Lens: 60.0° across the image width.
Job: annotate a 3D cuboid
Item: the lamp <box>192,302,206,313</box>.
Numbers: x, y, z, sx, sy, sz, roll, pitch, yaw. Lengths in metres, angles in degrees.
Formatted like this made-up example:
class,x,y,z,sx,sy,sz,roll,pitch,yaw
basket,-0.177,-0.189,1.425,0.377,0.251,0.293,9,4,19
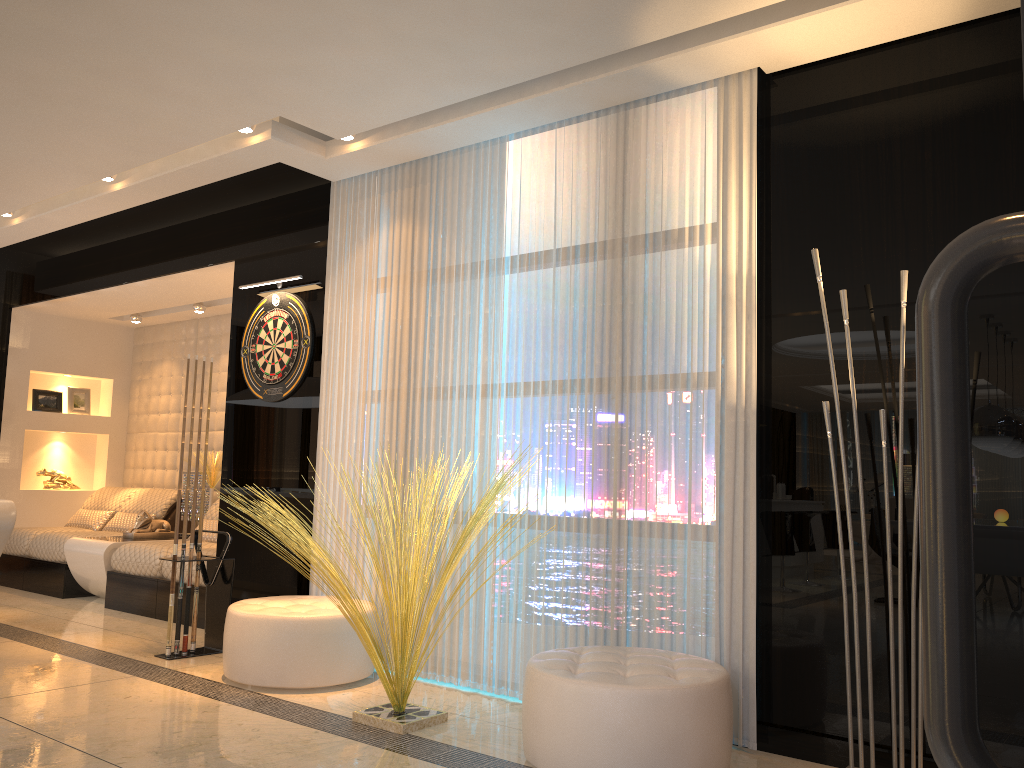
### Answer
class,x,y,z,sx,sy,sz,roll,pitch,yaw
lamp,-2.568,-0.647,7.286,0.107,0.127,0.107,0,-7,19

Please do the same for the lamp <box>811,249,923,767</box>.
class,x,y,z,sx,sy,sz,roll,pitch,yaw
lamp,1.217,0.425,2.907,0.418,1.801,0.200,-3,-8,37

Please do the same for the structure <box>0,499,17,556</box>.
class,x,y,z,sx,sy,sz,roll,pitch,yaw
structure,-4.283,0.981,4.936,2.912,0.812,1.659,-3,-8,37

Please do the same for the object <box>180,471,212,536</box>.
class,x,y,z,sx,sy,sz,roll,pitch,yaw
object,-2.587,0.974,7.250,0.247,0.522,0.124,-3,-8,37

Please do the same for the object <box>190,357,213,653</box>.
class,x,y,z,sx,sy,sz,roll,pitch,yaw
object,-1.692,0.650,4.847,0.027,1.605,0.026,3,-6,-14

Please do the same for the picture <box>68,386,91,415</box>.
class,x,y,z,sx,sy,sz,roll,pitch,yaw
picture,-3.986,0.162,8.158,0.094,0.262,0.211,-3,-8,37

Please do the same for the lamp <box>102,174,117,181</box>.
class,x,y,z,sx,sy,sz,roll,pitch,yaw
lamp,-2.386,-1.262,5.227,0.107,0.127,0.107,0,-7,19

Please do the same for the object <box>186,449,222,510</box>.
class,x,y,z,sx,sy,sz,roll,pitch,yaw
object,-2.389,0.865,7.046,0.390,0.718,0.388,-2,-7,29

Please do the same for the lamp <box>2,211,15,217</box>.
class,x,y,z,sx,sy,sz,roll,pitch,yaw
lamp,-3.441,-1.204,6.035,0.107,0.127,0.107,0,-7,19

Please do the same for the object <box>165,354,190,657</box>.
class,x,y,z,sx,sy,sz,roll,pitch,yaw
object,-1.780,0.634,4.733,0.027,1.605,0.026,3,-6,-14

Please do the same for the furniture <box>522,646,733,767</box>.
class,x,y,z,sx,sy,sz,roll,pitch,yaw
furniture,0.403,1.151,3.132,0.735,0.357,0.735,1,-6,10

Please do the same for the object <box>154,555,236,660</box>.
class,x,y,z,sx,sy,sz,roll,pitch,yaw
object,-1.720,1.194,4.772,0.261,0.508,0.325,-3,-8,37

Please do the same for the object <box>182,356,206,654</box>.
class,x,y,z,sx,sy,sz,roll,pitch,yaw
object,-1.721,0.645,4.809,0.027,1.605,0.026,3,-6,-14

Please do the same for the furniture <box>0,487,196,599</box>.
class,x,y,z,sx,sy,sz,roll,pitch,yaw
furniture,-3.517,1.283,7.471,1.312,0.810,1.107,-3,-8,37

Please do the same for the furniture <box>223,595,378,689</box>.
class,x,y,z,sx,sy,sz,roll,pitch,yaw
furniture,-1.028,1.241,4.343,0.735,0.357,0.735,-3,-8,39

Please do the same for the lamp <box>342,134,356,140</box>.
class,x,y,z,sx,sy,sz,roll,pitch,yaw
lamp,-0.836,-1.298,4.480,0.107,0.127,0.107,6,-7,-33

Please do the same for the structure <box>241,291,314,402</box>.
class,x,y,z,sx,sy,sz,roll,pitch,yaw
structure,-1.415,-0.224,5.316,0.669,0.669,0.048,-3,-8,37

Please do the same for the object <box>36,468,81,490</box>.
class,x,y,z,sx,sy,sz,roll,pitch,yaw
object,-4.103,0.869,8.036,0.124,0.202,0.409,-4,-8,41

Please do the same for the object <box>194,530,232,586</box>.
class,x,y,z,sx,sy,sz,roll,pitch,yaw
object,-1.656,0.957,4.874,0.330,0.297,0.032,-3,-8,37

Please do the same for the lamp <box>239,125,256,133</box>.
class,x,y,z,sx,sy,sz,roll,pitch,yaw
lamp,-1.329,-1.319,4.421,0.107,0.127,0.107,6,-7,-33

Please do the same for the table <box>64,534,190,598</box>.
class,x,y,z,sx,sy,sz,roll,pitch,yaw
table,-2.769,1.419,6.870,0.608,0.457,1.143,-3,-8,37

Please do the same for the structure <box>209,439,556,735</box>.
class,x,y,z,sx,sy,sz,roll,pitch,yaw
structure,-0.530,0.770,3.499,1.275,1.142,1.282,2,-6,-6

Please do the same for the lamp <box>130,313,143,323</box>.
class,x,y,z,sx,sy,sz,roll,pitch,yaw
lamp,-3.336,-0.605,7.875,0.107,0.127,0.107,0,-7,19

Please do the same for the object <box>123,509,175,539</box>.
class,x,y,z,sx,sy,sz,roll,pitch,yaw
object,-2.801,1.080,6.862,0.155,0.217,0.344,-3,-8,37

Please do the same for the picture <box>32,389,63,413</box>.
class,x,y,z,sx,sy,sz,roll,pitch,yaw
picture,-4.160,0.159,7.933,0.090,0.209,0.264,-3,-8,37

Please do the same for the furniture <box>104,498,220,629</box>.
class,x,y,z,sx,sy,sz,roll,pitch,yaw
furniture,-2.004,1.201,6.313,1.312,0.810,1.107,-3,-8,37

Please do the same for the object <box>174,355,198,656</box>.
class,x,y,z,sx,sy,sz,roll,pitch,yaw
object,-1.751,0.639,4.772,0.027,1.605,0.026,3,-6,-14
